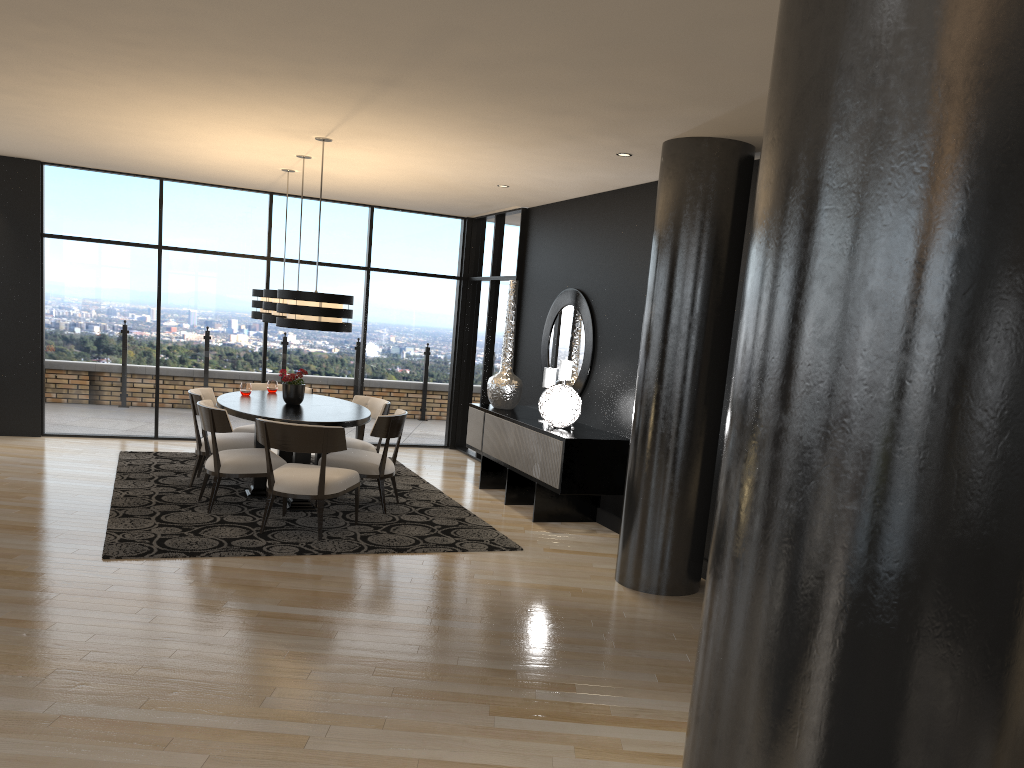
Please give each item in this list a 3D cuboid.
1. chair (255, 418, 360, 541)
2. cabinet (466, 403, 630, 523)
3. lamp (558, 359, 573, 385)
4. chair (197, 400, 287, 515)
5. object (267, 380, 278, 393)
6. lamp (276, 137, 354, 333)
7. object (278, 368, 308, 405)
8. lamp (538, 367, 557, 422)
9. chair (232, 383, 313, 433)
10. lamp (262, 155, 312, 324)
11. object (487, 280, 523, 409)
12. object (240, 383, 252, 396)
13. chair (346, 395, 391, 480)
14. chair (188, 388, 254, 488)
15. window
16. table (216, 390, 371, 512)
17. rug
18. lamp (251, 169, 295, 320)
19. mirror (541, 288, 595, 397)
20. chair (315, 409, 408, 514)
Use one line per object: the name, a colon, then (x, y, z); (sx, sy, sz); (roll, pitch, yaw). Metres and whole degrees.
chair: (-1.448, 0.648, 6.211); (0.642, 0.817, 0.609); (6, 8, 6)
cabinet: (0.230, 0.696, 7.854); (0.611, 0.776, 2.208); (2, 6, -22)
lamp: (0.437, 0.072, 7.501); (0.124, 0.558, 0.131); (10, 11, 29)
chair: (-2.076, 0.556, 6.705); (0.616, 0.817, 0.634); (1, 9, -29)
object: (-2.175, 0.024, 8.015); (0.094, 0.107, 0.095); (10, 9, 33)
lamp: (-1.373, -1.058, 6.279); (0.536, 1.347, 0.527); (1, 9, -23)
object: (-1.801, 0.018, 7.242); (0.229, 0.302, 0.234); (2, 8, -20)
lamp: (0.314, 0.093, 7.644); (0.132, 0.471, 0.123); (5, 9, 0)
chair: (-2.238, 0.426, 8.287); (0.643, 0.817, 0.608); (5, 8, -2)
lamp: (-1.704, -1.147, 7.097); (0.536, 1.347, 0.527); (1, 9, -23)
object: (-0.033, -0.370, 8.379); (0.344, 1.225, 0.338); (3, 9, -13)
object: (-2.291, 0.044, 7.600); (0.095, 0.107, 0.094); (4, 7, -11)
chair: (-1.441, 0.528, 7.864); (0.616, 0.817, 0.635); (-1, 9, -36)
chair: (-2.427, 0.469, 7.479); (0.617, 0.817, 0.634); (3, 8, -12)
window: (-3.476, -1.263, 2.132); (10.138, 4.846, 15.687); (4, 5, -13)
table: (-1.829, 0.550, 7.330); (1.210, 0.779, 2.079); (3, 5, -21)
rug: (-1.872, 0.923, 7.455); (2.720, 0.011, 3.674); (3, 5, -23)
lamp: (-2.034, -1.236, 7.916); (0.536, 1.347, 0.527); (1, 9, -23)
mirror: (0.495, -0.325, 8.016); (0.025, 1.092, 1.061); (1, 8, -22)
chair: (-1.182, 0.605, 7.123); (0.615, 0.817, 0.635); (6, 7, 6)
